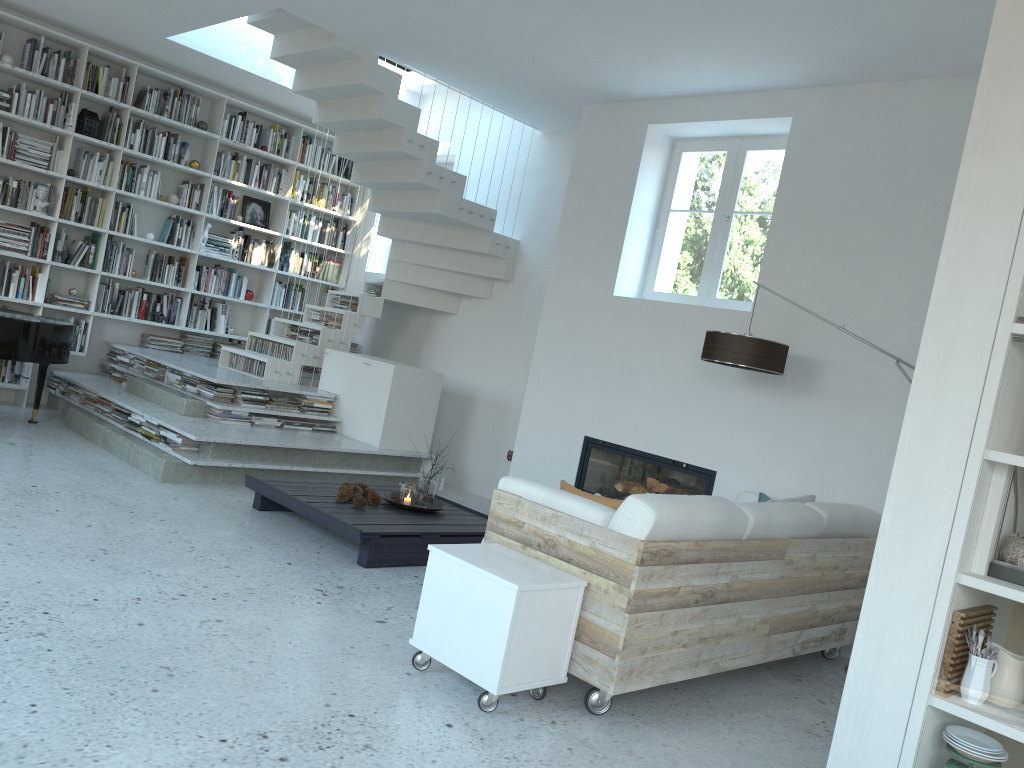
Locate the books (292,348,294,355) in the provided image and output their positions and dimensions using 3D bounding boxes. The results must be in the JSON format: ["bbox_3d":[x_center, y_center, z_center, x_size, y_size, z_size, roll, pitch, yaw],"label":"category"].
[{"bbox_3d":[-1.849,-0.242,7.681,0.125,0.123,0.033,9,3,-45],"label":"books"}]

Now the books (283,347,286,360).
[{"bbox_3d":[-1.938,-0.264,7.772,0.125,0.125,0.008,9,3,-45],"label":"books"}]

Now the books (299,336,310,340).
[{"bbox_3d":[-1.856,-0.415,8.261,0.207,0.016,0.175,13,2,39],"label":"books"}]

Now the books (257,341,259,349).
[{"bbox_3d":[-2.267,-0.342,8.105,0.125,0.125,0.009,9,3,-45],"label":"books"}]

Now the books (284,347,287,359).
[{"bbox_3d":[-1.928,-0.262,7.761,0.125,0.125,0.007,9,3,-45],"label":"books"}]

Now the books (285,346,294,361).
[{"bbox_3d":[-1.916,-0.259,7.749,0.125,0.125,0.011,9,3,-45],"label":"books"}]

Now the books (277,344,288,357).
[{"bbox_3d":[-2.014,-0.282,7.849,0.125,0.125,0.009,9,3,-45],"label":"books"}]

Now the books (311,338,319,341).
[{"bbox_3d":[-1.713,-0.391,8.011,0.161,0.007,0.253,11,2,-25],"label":"books"}]

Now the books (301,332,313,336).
[{"bbox_3d":[-1.849,-0.455,8.258,0.189,0.012,0.155,10,3,-42],"label":"books"}]

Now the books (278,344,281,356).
[{"bbox_3d":[-2.003,-0.280,7.837,0.125,0.125,0.008,9,3,-45],"label":"books"}]

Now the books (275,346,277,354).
[{"bbox_3d":[-2.043,-0.289,7.878,0.125,0.125,0.009,9,3,-45],"label":"books"}]

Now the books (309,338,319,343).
[{"bbox_3d":[-1.729,-0.381,8.005,0.172,0.019,0.239,11,2,-20],"label":"books"}]

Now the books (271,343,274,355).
[{"bbox_3d":[-2.088,-0.299,7.923,0.125,0.125,0.013,9,3,-45],"label":"books"}]

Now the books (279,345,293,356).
[{"bbox_3d":[-1.992,-0.277,7.826,0.125,0.125,0.010,9,3,-45],"label":"books"}]

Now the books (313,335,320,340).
[{"bbox_3d":[-1.702,-0.407,8.014,0.141,0.028,0.222,10,2,-26],"label":"books"}]

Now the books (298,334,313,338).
[{"bbox_3d":[-1.854,-0.429,8.260,0.225,0.014,0.184,13,3,42],"label":"books"}]

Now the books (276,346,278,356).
[{"bbox_3d":[-2.031,-0.286,7.866,0.125,0.125,0.012,9,3,-45],"label":"books"}]

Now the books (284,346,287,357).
[{"bbox_3d":[-1.933,-0.263,7.766,0.125,0.125,0.008,9,3,-45],"label":"books"}]

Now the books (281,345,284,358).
[{"bbox_3d":[-1.965,-0.270,7.798,0.125,0.125,0.008,9,3,-45],"label":"books"}]

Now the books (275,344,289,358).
[{"bbox_3d":[-2.038,-0.288,7.873,0.125,0.125,0.007,9,3,-45],"label":"books"}]

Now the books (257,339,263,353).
[{"bbox_3d":[-2.256,-0.339,8.094,0.125,0.125,0.008,9,3,-45],"label":"books"}]

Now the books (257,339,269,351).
[{"bbox_3d":[-2.261,-0.340,8.099,0.125,0.125,0.007,9,3,-45],"label":"books"}]

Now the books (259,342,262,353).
[{"bbox_3d":[-2.229,-0.333,8.067,0.125,0.125,0.007,9,3,-45],"label":"books"}]

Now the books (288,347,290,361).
[{"bbox_3d":[-1.887,-0.251,7.719,0.125,0.123,0.034,9,3,-45],"label":"books"}]

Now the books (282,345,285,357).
[{"bbox_3d":[-1.955,-0.268,7.788,0.125,0.125,0.010,9,3,-45],"label":"books"}]

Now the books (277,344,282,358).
[{"bbox_3d":[-2.009,-0.281,7.843,0.125,0.125,0.007,9,3,-45],"label":"books"}]

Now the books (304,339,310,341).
[{"bbox_3d":[-1.847,-0.401,8.274,0.147,0.008,0.188,10,2,-41],"label":"books"}]

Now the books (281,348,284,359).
[{"bbox_3d":[-1.960,-0.269,7.794,0.125,0.125,0.008,9,3,-45],"label":"books"}]

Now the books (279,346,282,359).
[{"bbox_3d":[-1.985,-0.275,7.819,0.125,0.125,0.009,9,3,-45],"label":"books"}]

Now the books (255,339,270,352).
[{"bbox_3d":[-2.284,-0.346,8.123,0.125,0.125,0.010,9,3,-45],"label":"books"}]

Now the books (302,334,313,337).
[{"bbox_3d":[-1.842,-0.441,8.268,0.150,0.013,0.219,10,2,-40],"label":"books"}]

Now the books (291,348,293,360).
[{"bbox_3d":[-1.855,-0.243,7.687,0.125,0.123,0.036,9,3,-45],"label":"books"}]

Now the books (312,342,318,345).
[{"bbox_3d":[-1.715,-0.360,8.015,0.136,0.017,0.288,11,2,-22],"label":"books"}]

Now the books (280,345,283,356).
[{"bbox_3d":[-1.980,-0.274,7.814,0.125,0.125,0.007,9,3,-45],"label":"books"}]

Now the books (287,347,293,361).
[{"bbox_3d":[-1.898,-0.253,7.731,0.125,0.123,0.035,9,3,-45],"label":"books"}]

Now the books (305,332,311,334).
[{"bbox_3d":[-1.825,-0.461,8.280,0.185,0.008,0.129,13,3,43],"label":"books"}]

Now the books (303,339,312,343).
[{"bbox_3d":[-1.849,-0.391,8.274,0.138,0.013,0.198,10,2,-39],"label":"books"}]

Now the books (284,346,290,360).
[{"bbox_3d":[-1.923,-0.261,7.756,0.125,0.125,0.008,9,3,-45],"label":"books"}]

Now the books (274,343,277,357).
[{"bbox_3d":[-2.049,-0.290,7.884,0.125,0.125,0.013,9,3,-45],"label":"books"}]

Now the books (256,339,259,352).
[{"bbox_3d":[-2.272,-0.343,8.111,0.125,0.125,0.009,9,3,-45],"label":"books"}]

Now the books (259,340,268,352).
[{"bbox_3d":[-2.234,-0.334,8.072,0.125,0.125,0.008,9,3,-45],"label":"books"}]

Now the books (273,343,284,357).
[{"bbox_3d":[-2.059,-0.293,7.895,0.125,0.125,0.016,9,3,-45],"label":"books"}]

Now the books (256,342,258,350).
[{"bbox_3d":[-2.278,-0.344,8.117,0.125,0.125,0.007,9,3,-45],"label":"books"}]

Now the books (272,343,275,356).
[{"bbox_3d":[-2.074,-0.296,7.909,0.125,0.125,0.011,9,3,-45],"label":"books"}]

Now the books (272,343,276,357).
[{"bbox_3d":[-2.067,-0.295,7.902,0.125,0.125,0.009,9,3,-45],"label":"books"}]

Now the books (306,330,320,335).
[{"bbox_3d":[-1.827,-0.474,8.275,0.133,0.017,0.178,10,2,-41],"label":"books"}]

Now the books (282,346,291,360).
[{"bbox_3d":[-1.950,-0.267,7.783,0.125,0.125,0.010,9,3,-45],"label":"books"}]

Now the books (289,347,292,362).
[{"bbox_3d":[-1.877,-0.248,7.709,0.125,0.123,0.035,9,3,-45],"label":"books"}]

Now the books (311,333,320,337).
[{"bbox_3d":[-1.709,-0.430,8.008,0.169,0.014,0.212,11,2,-25],"label":"books"}]

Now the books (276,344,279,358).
[{"bbox_3d":[-2.024,-0.284,7.859,0.125,0.125,0.018,9,3,-45],"label":"books"}]

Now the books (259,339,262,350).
[{"bbox_3d":[-2.240,-0.335,8.078,0.125,0.125,0.008,9,3,-45],"label":"books"}]

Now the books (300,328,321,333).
[{"bbox_3d":[-1.841,-0.493,8.257,0.193,0.014,0.177,13,2,39],"label":"books"}]

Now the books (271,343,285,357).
[{"bbox_3d":[-2.081,-0.298,7.916,0.125,0.125,0.009,9,3,-45],"label":"books"}]

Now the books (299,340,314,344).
[{"bbox_3d":[-1.867,-0.385,8.258,0.223,0.004,0.191,13,2,41],"label":"books"}]

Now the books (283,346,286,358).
[{"bbox_3d":[-1.944,-0.266,7.777,0.125,0.125,0.008,9,3,-45],"label":"books"}]

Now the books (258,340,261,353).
[{"bbox_3d":[-2.245,-0.337,8.084,0.125,0.125,0.008,9,3,-45],"label":"books"}]

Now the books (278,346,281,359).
[{"bbox_3d":[-1.998,-0.278,7.832,0.125,0.125,0.008,9,3,-45],"label":"books"}]

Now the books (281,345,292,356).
[{"bbox_3d":[-1.969,-0.272,7.803,0.125,0.125,0.008,9,3,-45],"label":"books"}]

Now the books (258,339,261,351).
[{"bbox_3d":[-2.251,-0.338,8.089,0.125,0.125,0.008,9,3,-45],"label":"books"}]
